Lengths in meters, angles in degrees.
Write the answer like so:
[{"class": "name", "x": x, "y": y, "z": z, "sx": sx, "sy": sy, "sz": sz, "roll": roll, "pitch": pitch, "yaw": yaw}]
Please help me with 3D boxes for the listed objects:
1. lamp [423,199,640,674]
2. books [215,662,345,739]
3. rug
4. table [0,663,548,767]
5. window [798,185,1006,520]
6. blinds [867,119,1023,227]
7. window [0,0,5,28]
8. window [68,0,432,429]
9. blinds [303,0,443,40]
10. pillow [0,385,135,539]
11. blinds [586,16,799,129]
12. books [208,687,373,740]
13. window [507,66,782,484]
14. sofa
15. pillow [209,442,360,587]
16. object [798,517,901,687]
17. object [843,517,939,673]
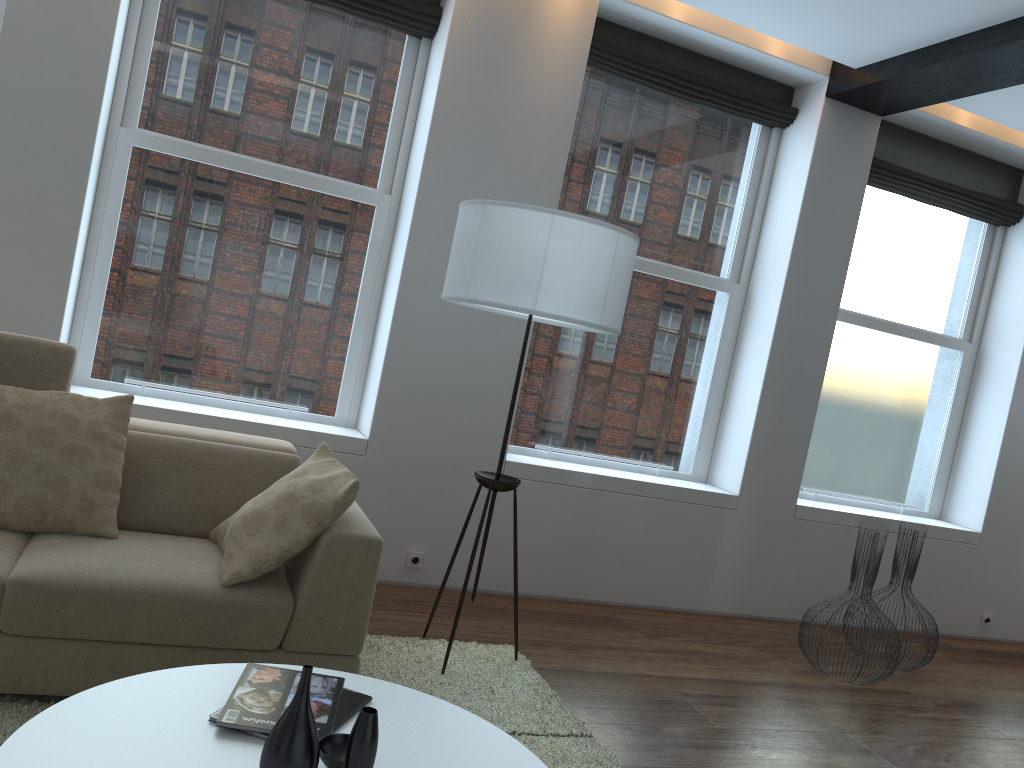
[{"class": "lamp", "x": -0.028, "y": 0.231, "z": 3.419, "sx": 0.698, "sy": 1.728, "sz": 0.698, "roll": 12, "pitch": 3, "yaw": 3}, {"class": "books", "x": -0.473, "y": 0.661, "z": 1.856, "sx": 0.220, "sy": 0.010, "sz": 0.300, "roll": 11, "pitch": 3, "yaw": -6}, {"class": "rug", "x": -1.433, "y": 0.905, "z": 1.551, "sx": 4.231, "sy": 0.020, "sz": 2.972, "roll": 11, "pitch": 3, "yaw": -21}, {"class": "table", "x": -0.411, "y": 0.901, "z": 1.597, "sx": 1.022, "sy": 0.393, "sz": 1.022, "roll": 13, "pitch": 3, "yaw": 23}, {"class": "window", "x": 2.381, "y": -0.328, "z": 5.558, "sx": 1.432, "sy": 2.400, "sz": 0.123, "roll": 11, "pitch": 3, "yaw": -21}, {"class": "blinds", "x": 2.610, "y": -1.312, "z": 5.441, "sx": 1.431, "sy": 0.395, "sz": 0.183, "roll": 11, "pitch": 3, "yaw": -21}, {"class": "window", "x": -2.833, "y": -1.298, "z": 3.541, "sx": 1.444, "sy": 2.400, "sz": 0.123, "roll": 11, "pitch": 3, "yaw": -21}, {"class": "window", "x": -1.184, "y": -0.992, "z": 4.179, "sx": 1.345, "sy": 2.400, "sz": 0.123, "roll": 11, "pitch": 3, "yaw": -21}, {"class": "blinds", "x": -0.960, "y": -1.978, "z": 4.075, "sx": 1.342, "sy": 0.393, "sz": 0.156, "roll": 11, "pitch": 3, "yaw": -21}, {"class": "pillow", "x": -1.498, "y": 0.228, "z": 2.814, "sx": 0.534, "sy": 0.439, "sz": 0.301, "roll": 10, "pitch": 3, "yaw": -24}, {"class": "blinds", "x": 0.952, "y": -1.683, "z": 4.808, "sx": 1.396, "sy": 0.275, "sz": 0.156, "roll": 11, "pitch": 3, "yaw": -21}, {"class": "books", "x": -0.451, "y": 0.676, "z": 1.850, "sx": 0.220, "sy": 0.010, "sz": 0.300, "roll": 12, "pitch": 3, "yaw": 14}, {"class": "window", "x": 0.717, "y": -0.638, "z": 4.914, "sx": 1.391, "sy": 2.400, "sz": 0.123, "roll": 11, "pitch": 3, "yaw": -21}, {"class": "sofa", "x": -1.753, "y": 0.312, "z": 2.719, "sx": 2.581, "sy": 0.950, "sz": 1.018, "roll": 11, "pitch": 3, "yaw": -21}, {"class": "pillow", "x": -0.723, "y": 0.406, "z": 2.864, "sx": 0.395, "sy": 0.393, "sz": 0.518, "roll": 10, "pitch": 3, "yaw": -24}, {"class": "object", "x": 1.656, "y": 1.024, "z": 4.239, "sx": 0.458, "sy": 0.781, "sz": 0.458, "roll": 11, "pitch": 3, "yaw": -22}, {"class": "object", "x": 2.010, "y": 1.080, "z": 4.608, "sx": 0.458, "sy": 0.781, "sz": 0.458, "roll": 11, "pitch": 3, "yaw": -22}]
